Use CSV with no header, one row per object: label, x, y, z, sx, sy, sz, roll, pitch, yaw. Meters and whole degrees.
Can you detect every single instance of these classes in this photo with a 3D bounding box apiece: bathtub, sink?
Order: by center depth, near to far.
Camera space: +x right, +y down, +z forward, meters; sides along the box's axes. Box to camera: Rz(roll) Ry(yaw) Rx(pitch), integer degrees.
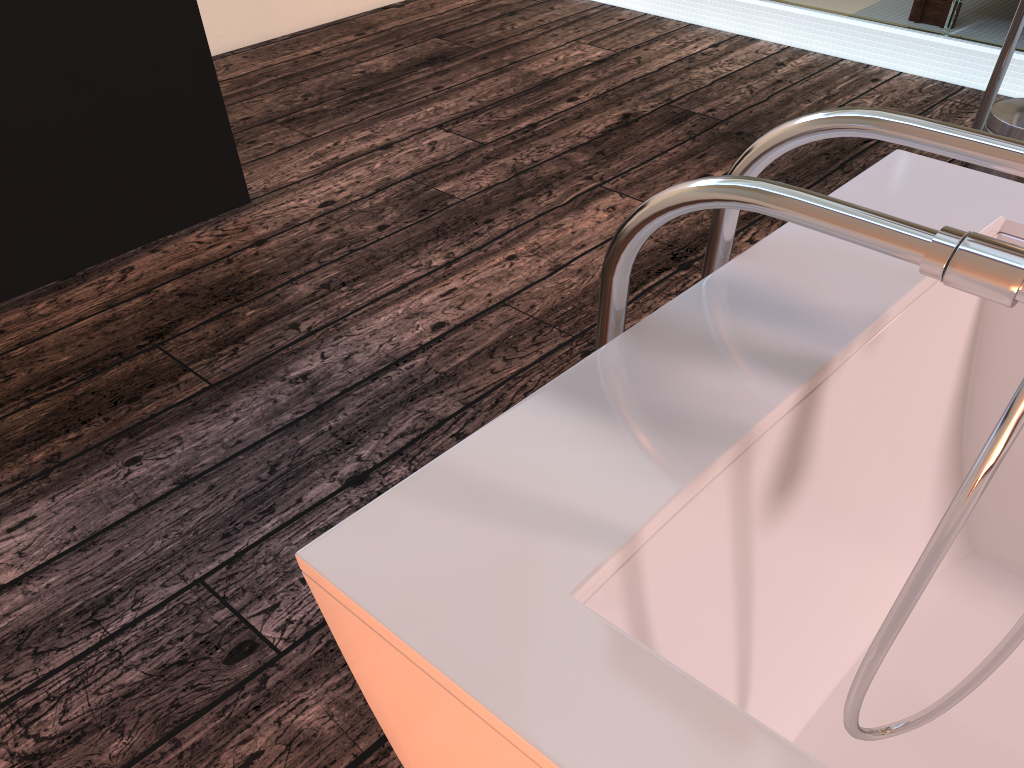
bathtub,0.957,0.665,0.422,2.196,0.708,0.790,31,52,31
sink,1.406,-0.957,2.096,0.343,0.801,0.673,32,52,31

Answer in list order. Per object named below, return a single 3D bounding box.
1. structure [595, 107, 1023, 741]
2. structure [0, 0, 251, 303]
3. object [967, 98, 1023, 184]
structure,0.273,0.093,0.787,0.382,1.142,0.546,-24,47,-23
structure,-1.287,-0.811,2.035,0.793,0.878,0.860,32,52,31
object,1.190,-0.553,2.086,0.222,0.312,0.218,5,43,7
